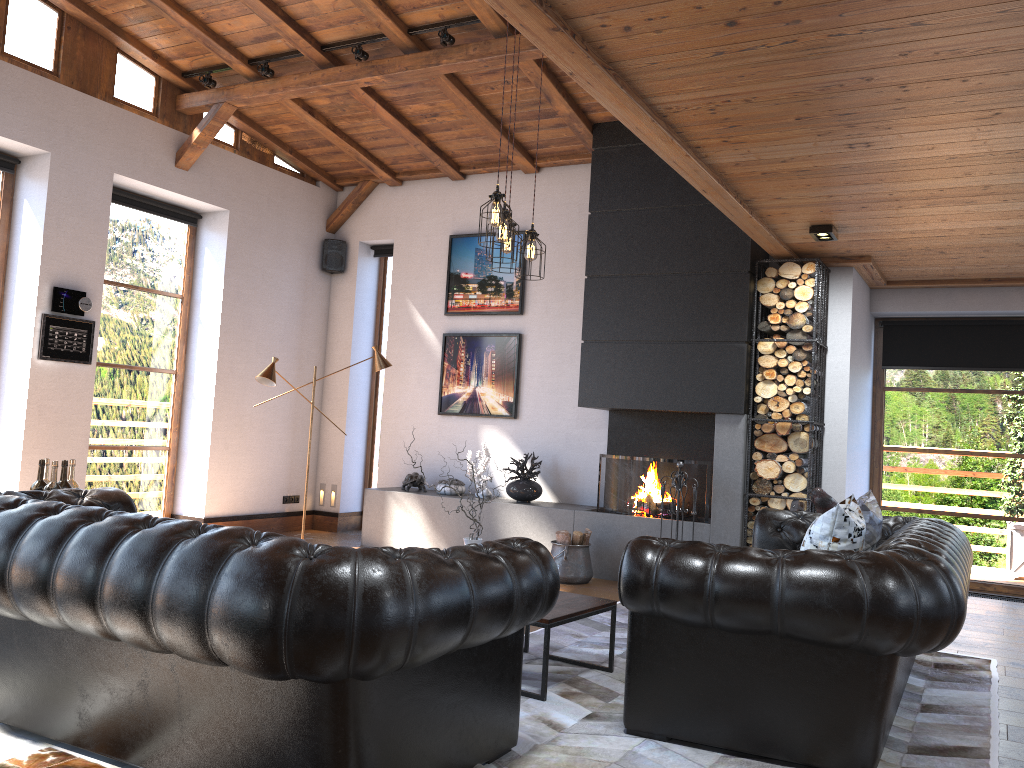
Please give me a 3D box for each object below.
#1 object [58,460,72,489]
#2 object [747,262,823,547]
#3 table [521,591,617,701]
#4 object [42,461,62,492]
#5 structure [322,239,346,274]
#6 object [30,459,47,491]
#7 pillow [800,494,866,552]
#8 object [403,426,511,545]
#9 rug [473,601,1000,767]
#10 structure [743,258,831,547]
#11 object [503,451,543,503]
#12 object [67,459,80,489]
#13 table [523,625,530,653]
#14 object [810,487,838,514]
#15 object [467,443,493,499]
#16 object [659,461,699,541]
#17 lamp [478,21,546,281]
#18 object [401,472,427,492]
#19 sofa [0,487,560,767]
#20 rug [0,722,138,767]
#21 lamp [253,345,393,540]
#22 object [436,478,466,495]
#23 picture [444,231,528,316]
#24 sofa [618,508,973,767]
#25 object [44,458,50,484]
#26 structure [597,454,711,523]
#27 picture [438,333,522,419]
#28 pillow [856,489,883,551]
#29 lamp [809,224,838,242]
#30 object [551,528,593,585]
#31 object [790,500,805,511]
[{"bbox_3d":[-2.252,0.524,4.438,0.087,0.286,0.088,3,-4,6],"label":"object"},{"bbox_3d":[2.160,0.364,6.987,0.489,2.614,0.470,1,-4,28],"label":"object"},{"bbox_3d":[0.166,1.223,4.234,0.396,0.350,0.657,1,-4,34],"label":"table"},{"bbox_3d":[-2.250,0.519,4.339,0.087,0.286,0.087,3,-4,5],"label":"object"},{"bbox_3d":[-1.908,-1.368,9.506,0.211,0.350,0.215,1,-4,28],"label":"structure"},{"bbox_3d":[-2.338,0.516,4.391,0.088,0.286,0.086,5,-4,-22],"label":"object"},{"bbox_3d":[1.469,0.743,4.071,0.280,0.469,0.533,1,-4,31],"label":"pillow"},{"bbox_3d":[-0.228,0.633,4.513,0.401,0.809,0.626,0,-5,40],"label":"object"},{"bbox_3d":[0.812,1.404,3.967,2.407,0.053,4.081,2,-3,29],"label":"rug"},{"bbox_3d":[2.161,0.357,6.976,0.497,2.619,0.516,1,-4,28],"label":"structure"},{"bbox_3d":[0.116,0.834,7.991,0.337,0.455,0.337,6,-4,-36],"label":"object"},{"bbox_3d":[-2.260,0.529,4.536,0.086,0.286,0.088,0,-5,38],"label":"object"},{"bbox_3d":[-0.215,1.213,4.478,0.397,0.350,0.655,2,-3,24],"label":"table"},{"bbox_3d":[2.052,0.834,5.743,0.250,0.319,0.148,5,-4,-21],"label":"object"},{"bbox_3d":[-0.295,0.791,8.138,0.259,0.533,0.426,4,-4,-2],"label":"object"},{"bbox_3d":[1.267,1.100,6.797,0.309,1.018,0.305,5,-4,-16],"label":"object"},{"bbox_3d":[0.031,-1.780,5.318,0.259,2.204,0.808,2,-4,20],"label":"lamp"},{"bbox_3d":[-0.935,0.943,8.542,0.228,0.183,0.402,4,-3,-17],"label":"object"},{"bbox_3d":[-1.216,0.853,3.259,2.541,0.839,1.250,2,-4,28],"label":"sofa"},{"bbox_3d":[-2.454,1.236,4.449,3.770,0.053,2.454,2,-3,29],"label":"rug"},{"bbox_3d":[-1.805,0.540,8.038,1.337,1.901,0.521,7,-5,-41],"label":"lamp"},{"bbox_3d":[-0.580,0.967,8.374,0.278,0.161,0.261,2,-4,31],"label":"object"},{"bbox_3d":[-0.264,-1.079,8.696,0.871,0.817,0.036,2,-4,28],"label":"picture"},{"bbox_3d":[1.502,1.066,4.247,1.227,0.839,2.588,2,-4,28],"label":"sofa"},{"bbox_3d":[-2.364,0.520,4.480,0.086,0.286,0.088,0,-5,41],"label":"object"},{"bbox_3d":[1.129,0.866,7.322,0.973,0.515,0.185,2,-4,28],"label":"structure"},{"bbox_3d":[-0.324,-0.087,8.630,0.871,0.817,0.036,2,-4,28],"label":"picture"},{"bbox_3d":[1.797,0.794,4.671,0.280,0.469,0.533,1,-4,31],"label":"pillow"},{"bbox_3d":[2.161,-1.051,6.140,0.154,0.068,0.263,2,-3,29],"label":"lamp"},{"bbox_3d":[0.466,1.367,7.091,0.388,0.431,0.379,6,-4,-35],"label":"object"},{"bbox_3d":[2.037,1.252,6.597,0.266,0.796,0.264,3,-4,12],"label":"object"}]
